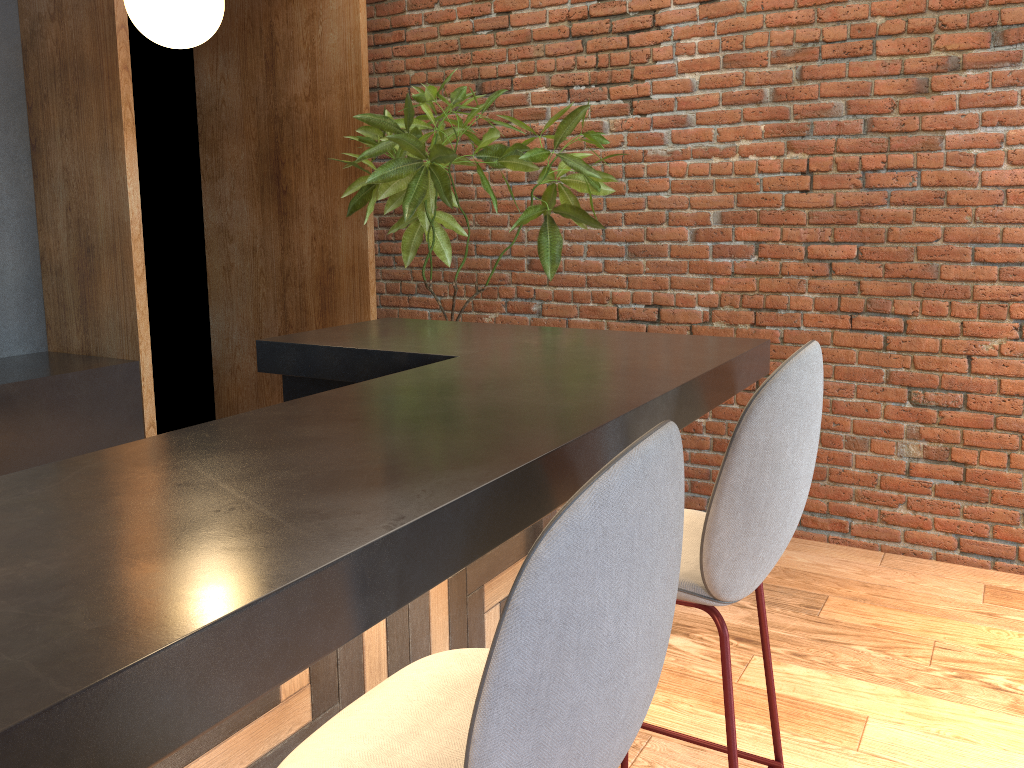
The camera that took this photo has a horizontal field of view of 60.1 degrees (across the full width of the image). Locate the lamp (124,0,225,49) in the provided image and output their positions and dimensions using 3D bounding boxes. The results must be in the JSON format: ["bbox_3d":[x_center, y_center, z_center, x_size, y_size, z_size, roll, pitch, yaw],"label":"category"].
[{"bbox_3d":[-0.974,-2.819,2.251,0.269,3.768,0.269,-7,11,-39],"label":"lamp"}]

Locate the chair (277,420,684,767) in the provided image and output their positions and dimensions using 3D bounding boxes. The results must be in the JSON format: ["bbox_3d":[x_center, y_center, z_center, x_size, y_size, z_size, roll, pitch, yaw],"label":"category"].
[{"bbox_3d":[-0.046,0.641,1.145,0.508,1.235,0.420,4,10,28],"label":"chair"}]

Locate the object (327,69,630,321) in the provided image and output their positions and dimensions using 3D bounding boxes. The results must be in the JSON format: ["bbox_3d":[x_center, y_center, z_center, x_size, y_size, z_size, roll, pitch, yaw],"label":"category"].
[{"bbox_3d":[-0.225,-0.329,3.988,1.519,2.082,1.088,6,11,35],"label":"object"}]

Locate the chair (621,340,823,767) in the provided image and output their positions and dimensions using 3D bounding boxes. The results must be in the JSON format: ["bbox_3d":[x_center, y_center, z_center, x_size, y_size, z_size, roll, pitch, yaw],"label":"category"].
[{"bbox_3d":[0.331,0.518,1.766,0.508,1.235,0.420,4,10,29],"label":"chair"}]

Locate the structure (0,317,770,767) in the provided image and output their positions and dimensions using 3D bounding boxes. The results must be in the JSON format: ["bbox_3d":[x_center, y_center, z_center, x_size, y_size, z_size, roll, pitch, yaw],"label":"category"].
[{"bbox_3d":[-1.844,0.654,0.797,2.921,1.387,4.949,5,12,29],"label":"structure"}]
